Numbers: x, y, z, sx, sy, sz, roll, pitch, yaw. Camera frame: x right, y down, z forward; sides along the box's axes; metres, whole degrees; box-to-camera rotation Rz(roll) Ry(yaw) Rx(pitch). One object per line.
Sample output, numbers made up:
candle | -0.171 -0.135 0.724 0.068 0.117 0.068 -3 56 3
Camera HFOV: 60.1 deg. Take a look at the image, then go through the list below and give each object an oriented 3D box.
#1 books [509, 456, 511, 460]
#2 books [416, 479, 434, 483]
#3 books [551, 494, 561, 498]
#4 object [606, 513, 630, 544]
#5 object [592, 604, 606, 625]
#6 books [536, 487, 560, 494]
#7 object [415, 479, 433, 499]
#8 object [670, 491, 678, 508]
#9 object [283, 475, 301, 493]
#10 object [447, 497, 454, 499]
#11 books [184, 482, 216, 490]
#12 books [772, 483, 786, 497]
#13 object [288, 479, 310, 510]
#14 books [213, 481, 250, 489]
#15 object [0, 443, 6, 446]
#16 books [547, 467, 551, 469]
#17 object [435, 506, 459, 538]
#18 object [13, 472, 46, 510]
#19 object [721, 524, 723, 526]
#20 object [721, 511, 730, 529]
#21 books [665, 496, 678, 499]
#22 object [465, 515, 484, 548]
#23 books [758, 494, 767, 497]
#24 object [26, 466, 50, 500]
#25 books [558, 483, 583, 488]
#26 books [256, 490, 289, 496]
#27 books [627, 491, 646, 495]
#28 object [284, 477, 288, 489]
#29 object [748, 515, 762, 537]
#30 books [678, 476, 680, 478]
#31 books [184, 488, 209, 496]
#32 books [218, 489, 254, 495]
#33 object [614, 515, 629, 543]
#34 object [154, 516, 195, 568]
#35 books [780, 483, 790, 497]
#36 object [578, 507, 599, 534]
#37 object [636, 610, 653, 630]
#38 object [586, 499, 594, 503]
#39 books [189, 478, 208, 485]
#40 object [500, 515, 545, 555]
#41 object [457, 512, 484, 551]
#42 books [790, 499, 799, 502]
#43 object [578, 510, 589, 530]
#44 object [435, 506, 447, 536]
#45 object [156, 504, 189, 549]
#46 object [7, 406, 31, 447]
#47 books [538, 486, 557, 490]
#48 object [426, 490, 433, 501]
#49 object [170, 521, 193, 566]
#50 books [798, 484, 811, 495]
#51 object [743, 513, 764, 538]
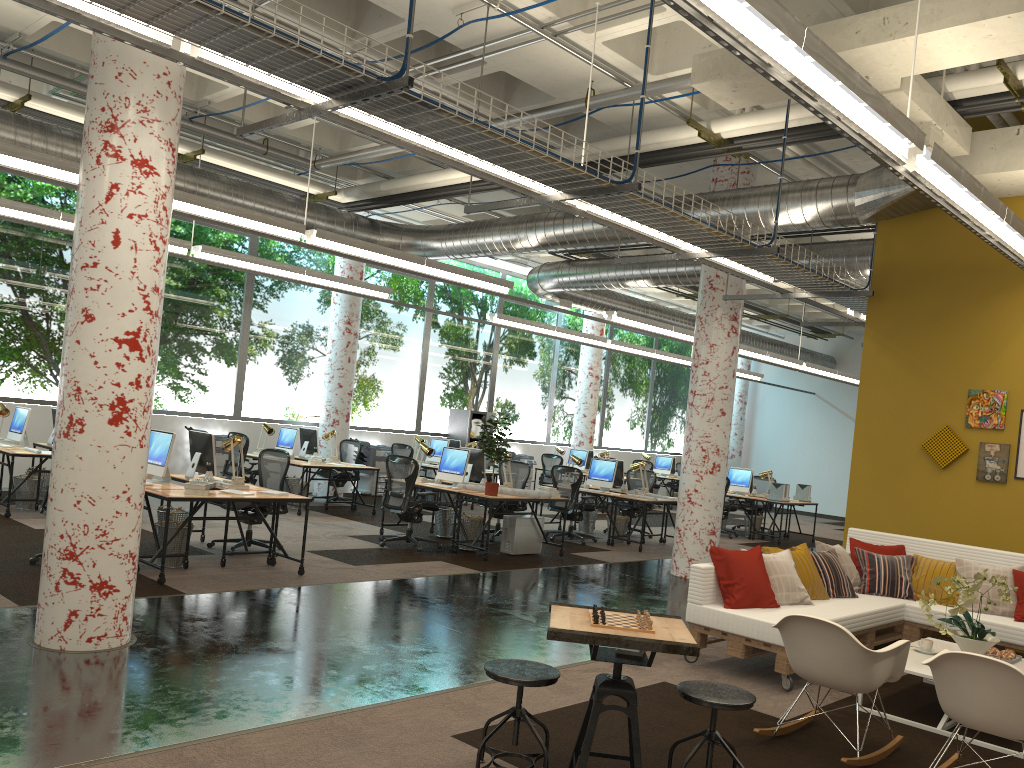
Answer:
books | -0.136 1.434 15.908 0.233 0.310 0.068 5 0 43
books | -1.182 1.234 11.388 0.308 0.038 0.226 3 -4 44
books | 0.436 1.373 11.005 0.271 0.050 0.201 3 -3 41
object | 1.561 2.144 13.185 0.358 0.435 0.354 5 -1 40
object | 0.388 1.016 3.941 0.056 0.053 0.250 6 -3 4
books | 0.446 1.328 11.031 0.193 0.044 0.257 7 -3 -29
object | -1.734 2.033 17.191 0.354 0.398 0.352 6 -1 -27
object | 3.870 2.756 21.040 0.234 0.403 0.120 5 0 44
object | -3.618 1.684 14.401 0.358 0.435 0.354 5 -1 40
object | -1.070 2.016 15.774 0.234 0.403 0.120 5 0 44
books | -2.702 0.878 7.673 0.193 0.044 0.257 6 -3 1
books | 4.649 1.891 15.466 0.233 0.310 0.068 5 0 43
object | -3.259 1.675 13.446 0.358 0.435 0.354 5 -1 40
books | -2.695 0.969 8.498 0.308 0.038 0.226 3 -4 44
object | -6.227 0.733 10.739 0.438 0.017 0.119 3 -4 43
books | 0.940 1.831 19.151 0.308 0.038 0.226 3 -4 44
object | -0.886 1.814 11.813 0.358 0.435 0.354 5 -1 40
object | -5.843 1.288 10.691 0.358 0.435 0.354 5 -1 40
object | 3.933 2.569 16.915 0.234 0.403 0.120 5 0 44
object | 3.991 2.564 16.969 0.358 0.435 0.354 5 -1 40
books | 2.463 1.724 13.378 0.243 0.019 0.205 6 -3 -9
object | -0.471 1.827 10.913 0.234 0.403 0.120 5 0 44
books | 4.752 2.084 16.433 0.308 0.038 0.226 3 -4 44
object | -6.201 1.297 11.646 0.358 0.435 0.354 5 -1 40
books | 0.906 1.573 13.714 0.308 0.038 0.226 3 -4 44
books | -2.221 1.012 8.213 0.200 0.024 0.236 5 -3 17
books | 1.963 1.673 13.604 0.308 0.038 0.226 3 -4 44
object | -3.676 1.689 14.347 0.234 0.403 0.120 5 0 44
object | 4.406 2.577 16.069 0.234 0.403 0.120 5 0 44
books | 4.215 2.263 21.405 0.308 0.038 0.226 3 -4 44
books | -2.724 0.922 7.652 0.200 0.050 0.271 7 -3 -19
books | -2.488 0.978 7.991 0.243 0.019 0.206 5 -3 21
object | 1.618 2.166 13.239 0.234 0.403 0.120 5 0 44
object | -3.097 1.440 8.080 0.358 0.435 0.354 5 -1 40
books | 4.750 1.906 15.574 0.233 0.310 0.068 5 0 43
object | 1.203 2.153 14.140 0.358 0.435 0.354 5 -1 40
object | 0.589 1.036 3.929 0.056 0.053 0.251 6 -3 4
object | 1.652 2.424 18.676 0.234 0.403 0.120 5 0 44
books | -2.714 0.845 7.669 0.153 0.030 0.185 7 -3 -19
object | 0.137 1.872 11.032 0.220 0.455 0.543 6 -1 43
object | -0.527 1.805 10.859 0.358 0.435 0.354 5 -1 40
books | 5.076 2.104 15.988 0.200 0.024 0.236 5 -3 17
object | 1.144 2.158 14.086 0.234 0.403 0.120 5 0 44
object | -0.944 1.819 11.759 0.234 0.403 0.120 5 0 44
object | -3.456 1.449 9.034 0.358 0.435 0.354 5 -1 40
object | -6.033 0.525 10.881 0.482 0.485 0.190 5 -1 43
books | 0.438 1.295 11.021 0.184 0.030 0.153 3 -3 41
object | -1.543 2.009 16.621 0.234 0.403 0.120 5 0 44
object | -3.041 1.462 8.134 0.234 0.403 0.120 5 0 44
books | 5.339 1.995 16.202 0.233 0.310 0.068 5 0 43
object | 4.350 2.555 16.015 0.358 0.435 0.354 5 -1 40
